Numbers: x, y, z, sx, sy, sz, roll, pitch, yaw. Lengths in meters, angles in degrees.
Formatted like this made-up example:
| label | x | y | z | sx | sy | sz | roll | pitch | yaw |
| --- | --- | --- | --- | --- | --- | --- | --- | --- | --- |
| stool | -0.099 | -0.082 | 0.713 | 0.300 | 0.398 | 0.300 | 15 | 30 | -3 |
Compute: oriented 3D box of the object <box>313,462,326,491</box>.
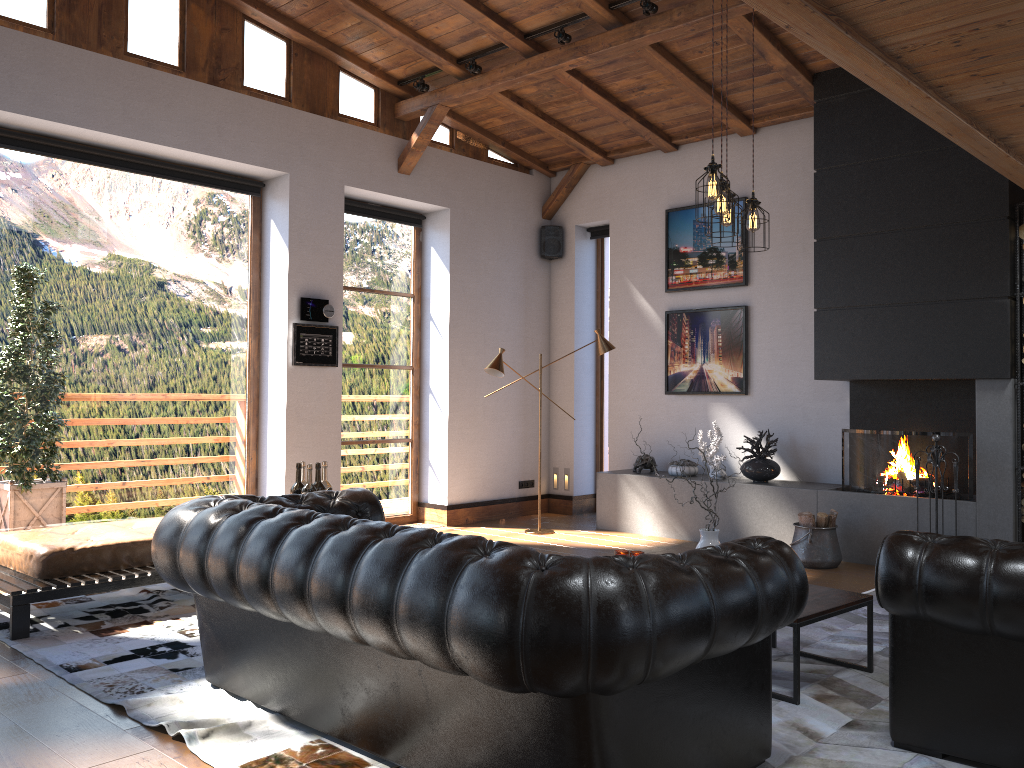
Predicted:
| label | x | y | z | sx | sy | sz | roll | pitch | yaw |
| --- | --- | --- | --- | --- | --- | --- | --- | --- | --- |
| object | -1.044 | 0.565 | 4.761 | 0.086 | 0.286 | 0.088 | 0 | -2 | 21 |

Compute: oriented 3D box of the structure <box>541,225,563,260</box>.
| label | x | y | z | sx | sy | sz | roll | pitch | yaw |
| --- | --- | --- | --- | --- | --- | --- | --- | --- | --- |
| structure | 0.428 | -1.526 | 9.568 | 0.211 | 0.349 | 0.216 | -1 | -2 | 43 |

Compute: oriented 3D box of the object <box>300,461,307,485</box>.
| label | x | y | z | sx | sy | sz | roll | pitch | yaw |
| --- | --- | --- | --- | --- | --- | --- | --- | --- | --- |
| object | -1.142 | 0.566 | 4.829 | 0.088 | 0.286 | 0.087 | 2 | -2 | -35 |

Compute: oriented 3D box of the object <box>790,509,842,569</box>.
| label | x | y | z | sx | sy | sz | roll | pitch | yaw |
| --- | --- | --- | --- | --- | --- | --- | --- | --- | --- |
| object | 2.286 | 1.158 | 6.680 | 0.387 | 0.431 | 0.381 | 1 | -1 | -21 |

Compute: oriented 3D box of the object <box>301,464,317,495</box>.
| label | x | y | z | sx | sy | sz | roll | pitch | yaw |
| --- | --- | --- | --- | --- | --- | --- | --- | --- | --- |
| object | -1.068 | 0.564 | 4.664 | 0.087 | 0.286 | 0.088 | 0 | -2 | 20 |

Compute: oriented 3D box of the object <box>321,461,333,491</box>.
| label | x | y | z | sx | sy | sz | roll | pitch | yaw |
| --- | --- | --- | --- | --- | --- | --- | --- | --- | --- |
| object | -1.027 | 0.567 | 4.858 | 0.088 | 0.286 | 0.086 | 2 | -2 | -37 |

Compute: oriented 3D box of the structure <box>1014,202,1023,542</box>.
| label | x | y | z | sx | sy | sz | roll | pitch | yaw |
| --- | --- | --- | --- | --- | --- | --- | --- | --- | --- |
| structure | 3.817 | 0.061 | 6.120 | 0.496 | 2.618 | 0.518 | -1 | -2 | 43 |

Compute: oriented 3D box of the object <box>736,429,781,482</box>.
| label | x | y | z | sx | sy | sz | roll | pitch | yaw |
| --- | --- | --- | --- | --- | --- | --- | --- | --- | --- |
| object | 2.140 | 0.613 | 7.633 | 0.336 | 0.455 | 0.338 | 1 | -1 | -22 |

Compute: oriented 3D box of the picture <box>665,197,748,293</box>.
| label | x | y | z | sx | sy | sz | roll | pitch | yaw |
| --- | --- | --- | --- | --- | --- | --- | --- | --- | --- |
| picture | 1.823 | -1.299 | 8.373 | 0.869 | 0.816 | 0.036 | -1 | -2 | 43 |

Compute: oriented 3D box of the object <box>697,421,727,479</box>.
| label | x | y | z | sx | sy | sz | roll | pitch | yaw |
| --- | --- | --- | --- | --- | --- | --- | --- | --- | --- |
| object | 1.780 | 0.587 | 7.878 | 0.258 | 0.532 | 0.429 | 0 | -1 | 12 |

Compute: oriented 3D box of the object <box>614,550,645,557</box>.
| label | x | y | z | sx | sy | sz | roll | pitch | yaw |
| --- | --- | --- | --- | --- | --- | --- | --- | --- | --- |
| object | 0.647 | 0.925 | 4.598 | 0.247 | 0.081 | 0.301 | 1 | -1 | -8 |

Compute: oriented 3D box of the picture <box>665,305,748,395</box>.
| label | x | y | z | sx | sy | sz | roll | pitch | yaw |
| --- | --- | --- | --- | --- | --- | --- | --- | --- | --- |
| picture | 1.815 | -0.305 | 8.345 | 0.869 | 0.816 | 0.036 | -1 | -2 | 43 |

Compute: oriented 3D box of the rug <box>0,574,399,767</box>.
| label | x | y | z | sx | sy | sz | roll | pitch | yaw |
| --- | --- | --- | --- | --- | --- | --- | --- | --- | --- |
| rug | -1.188 | 1.286 | 4.839 | 3.762 | 0.053 | 2.460 | 0 | -1 | 44 |

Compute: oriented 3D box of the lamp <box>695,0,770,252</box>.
| label | x | y | z | sx | sy | sz | roll | pitch | yaw |
| --- | --- | --- | --- | --- | --- | --- | --- | --- | --- |
| lamp | 1.213 | -1.891 | 4.992 | 0.258 | 2.202 | 0.811 | -1 | -2 | 34 |

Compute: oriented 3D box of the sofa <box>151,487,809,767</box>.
| label | x | y | z | sx | sy | sz | roll | pitch | yaw |
| --- | --- | --- | --- | --- | --- | --- | --- | --- | --- |
| sofa | -0.323 | 0.879 | 3.359 | 2.535 | 0.838 | 1.254 | 0 | -1 | 42 |

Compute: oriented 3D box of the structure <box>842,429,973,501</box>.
| label | x | y | z | sx | sy | sz | roll | pitch | yaw |
| --- | --- | --- | --- | --- | --- | --- | --- | --- | --- |
| structure | 2.947 | 0.613 | 6.728 | 0.970 | 0.514 | 0.185 | 0 | -2 | 43 |

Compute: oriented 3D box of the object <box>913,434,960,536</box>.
| label | x | y | z | sx | sy | sz | roll | pitch | yaw |
| --- | --- | --- | --- | --- | --- | --- | --- | --- | --- |
| object | 2.963 | 0.858 | 6.187 | 0.308 | 1.018 | 0.307 | 1 | -2 | -2 |

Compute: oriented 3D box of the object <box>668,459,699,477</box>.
| label | x | y | z | sx | sy | sz | roll | pitch | yaw |
| --- | --- | --- | --- | --- | --- | --- | --- | --- | --- |
| object | 1.576 | 0.770 | 8.184 | 0.262 | 0.161 | 0.277 | 1 | -1 | -45 |

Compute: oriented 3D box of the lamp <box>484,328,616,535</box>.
| label | x | y | z | sx | sy | sz | roll | pitch | yaw |
| --- | --- | --- | --- | --- | --- | --- | --- | --- | --- |
| lamp | 0.288 | 0.424 | 8.156 | 1.335 | 1.899 | 0.522 | 1 | -2 | -26 |

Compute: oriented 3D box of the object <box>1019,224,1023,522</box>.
| label | x | y | z | sx | sy | sz | roll | pitch | yaw |
| --- | --- | --- | --- | --- | --- | --- | --- | --- | --- |
| object | 3.819 | 0.067 | 6.131 | 0.488 | 2.613 | 0.472 | -1 | -2 | 43 |

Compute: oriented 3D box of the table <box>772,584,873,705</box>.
| label | x | y | z | sx | sy | sz | roll | pitch | yaw |
| --- | --- | --- | --- | --- | --- | --- | --- | --- | --- |
| table | 1.272 | 1.136 | 3.970 | 0.658 | 0.350 | 0.395 | 1 | -1 | -42 |

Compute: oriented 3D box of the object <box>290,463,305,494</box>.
| label | x | y | z | sx | sy | sz | roll | pitch | yaw |
| --- | --- | --- | --- | --- | --- | --- | --- | --- | --- |
| object | -1.140 | 0.564 | 4.737 | 0.088 | 0.286 | 0.087 | 1 | -2 | -7 |

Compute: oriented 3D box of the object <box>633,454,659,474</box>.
| label | x | y | z | sx | sy | sz | roll | pitch | yaw |
| --- | --- | --- | --- | --- | --- | --- | --- | --- | --- |
| object | 1.276 | 0.759 | 8.436 | 0.227 | 0.183 | 0.405 | 0 | -1 | -3 |

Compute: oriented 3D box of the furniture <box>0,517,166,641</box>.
| label | x | y | z | sx | sy | sz | roll | pitch | yaw |
| --- | --- | --- | --- | --- | --- | --- | --- | --- | --- |
| furniture | -1.986 | 1.103 | 5.863 | 1.161 | 0.437 | 2.792 | 0 | -1 | 43 |

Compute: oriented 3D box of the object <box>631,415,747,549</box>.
| label | x | y | z | sx | sy | sz | roll | pitch | yaw |
| --- | --- | --- | --- | --- | --- | --- | --- | --- | --- |
| object | 0.925 | 0.559 | 4.327 | 0.627 | 0.808 | 0.401 | 1 | -2 | -36 |

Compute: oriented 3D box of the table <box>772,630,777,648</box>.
| label | x | y | z | sx | sy | sz | roll | pitch | yaw |
| --- | --- | --- | --- | --- | --- | --- | --- | --- | --- |
| table | 0.967 | 1.138 | 4.303 | 0.395 | 0.350 | 0.657 | 0 | -1 | 38 |

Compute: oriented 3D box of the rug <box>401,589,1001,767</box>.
| label | x | y | z | sx | sy | sz | roll | pitch | yaw |
| --- | --- | --- | --- | --- | --- | --- | --- | --- | --- |
| rug | 1.838 | 1.291 | 3.551 | 2.402 | 0.053 | 4.092 | 0 | -1 | 44 |

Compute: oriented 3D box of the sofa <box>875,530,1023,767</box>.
| label | x | y | z | sx | sy | sz | roll | pitch | yaw |
| --- | --- | --- | --- | --- | --- | --- | --- | --- | --- |
| sofa | 2.548 | 0.904 | 3.643 | 1.224 | 0.838 | 2.596 | -1 | -1 | 42 |
